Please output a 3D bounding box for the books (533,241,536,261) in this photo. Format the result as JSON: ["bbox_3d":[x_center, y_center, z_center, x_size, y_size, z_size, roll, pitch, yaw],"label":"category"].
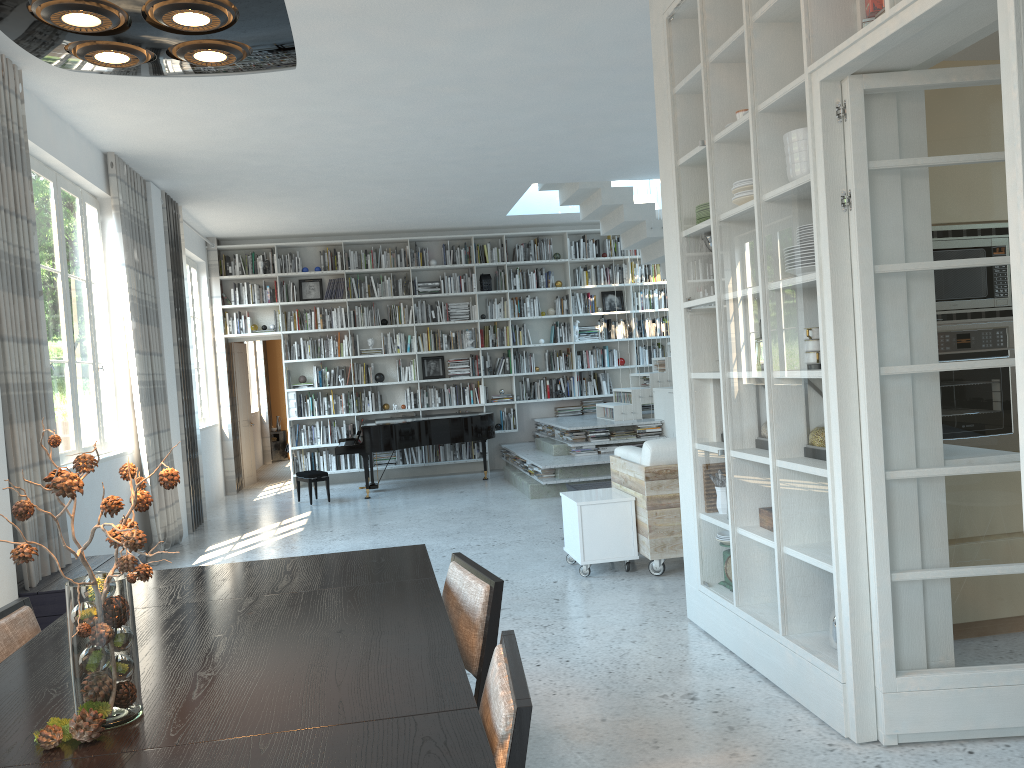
[{"bbox_3d":[0.293,-1.775,11.922,0.007,0.285,0.159,-4,2,-9],"label":"books"}]

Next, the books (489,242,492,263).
[{"bbox_3d":[-0.292,-1.739,11.811,0.010,0.297,0.167,-4,2,-9],"label":"books"}]

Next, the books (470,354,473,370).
[{"bbox_3d":[-0.539,-0.249,11.835,0.011,0.299,0.130,-4,2,-9],"label":"books"}]

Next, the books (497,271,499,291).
[{"bbox_3d":[-0.197,-1.366,11.832,0.022,0.272,0.181,-4,2,-9],"label":"books"}]

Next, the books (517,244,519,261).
[{"bbox_3d":[0.071,-1.744,11.889,0.012,0.255,0.133,-4,2,-9],"label":"books"}]

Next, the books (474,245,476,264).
[{"bbox_3d":[-0.503,-1.714,11.779,0.008,0.279,0.170,-4,2,-9],"label":"books"}]

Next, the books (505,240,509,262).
[{"bbox_3d":[-0.075,-1.758,11.837,0.019,0.304,0.176,-4,2,-9],"label":"books"}]

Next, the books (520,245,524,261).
[{"bbox_3d":[0.124,-1.733,11.888,0.028,0.226,0.163,-4,2,-9],"label":"books"}]

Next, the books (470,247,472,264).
[{"bbox_3d":[-0.556,-1.691,11.780,0.014,0.239,0.153,-4,2,-9],"label":"books"}]

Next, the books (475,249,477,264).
[{"bbox_3d":[-0.492,-1.678,11.803,0.016,0.204,0.143,-4,2,-9],"label":"books"}]

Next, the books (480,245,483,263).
[{"bbox_3d":[-0.405,-1.713,11.805,0.008,0.262,0.142,-4,2,-9],"label":"books"}]

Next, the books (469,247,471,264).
[{"bbox_3d":[-0.571,-1.693,11.787,0.014,0.244,0.145,-4,2,-9],"label":"books"}]

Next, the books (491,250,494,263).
[{"bbox_3d":[-0.272,-1.681,11.812,0.022,0.180,0.173,-4,1,-9],"label":"books"}]

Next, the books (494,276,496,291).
[{"bbox_3d":[-0.222,-1.335,11.848,0.019,0.214,0.156,-4,2,-9],"label":"books"}]

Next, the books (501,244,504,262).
[{"bbox_3d":[-0.135,-1.728,11.828,0.029,0.253,0.186,-4,2,-9],"label":"books"}]

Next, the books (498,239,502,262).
[{"bbox_3d":[-0.163,-1.765,11.855,0.012,0.330,0.128,-4,2,-9],"label":"books"}]

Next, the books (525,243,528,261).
[{"bbox_3d":[0.177,-1.752,11.898,0.021,0.256,0.168,-4,2,-9],"label":"books"}]

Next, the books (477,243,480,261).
[{"bbox_3d":[-0.447,-1.719,11.800,0.007,0.279,0.150,-4,2,-9],"label":"books"}]

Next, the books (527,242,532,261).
[{"bbox_3d":[0.235,-1.757,11.883,0.028,0.258,0.184,-4,2,-9],"label":"books"}]

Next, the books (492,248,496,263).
[{"bbox_3d":[-0.249,-1.694,11.817,0.024,0.202,0.180,-4,2,-9],"label":"books"}]

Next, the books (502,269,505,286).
[{"bbox_3d":[-0.111,-1.383,11.868,0.005,0.292,0.130,-4,2,-9],"label":"books"}]

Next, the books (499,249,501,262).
[{"bbox_3d":[-0.173,-1.696,11.838,0.022,0.194,0.181,-4,1,-9],"label":"books"}]

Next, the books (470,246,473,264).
[{"bbox_3d":[-0.540,-1.701,11.789,0.022,0.257,0.136,-4,2,-9],"label":"books"}]

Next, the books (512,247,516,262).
[{"bbox_3d":[0.028,-1.715,11.858,0.046,0.206,0.183,-4,2,-9],"label":"books"}]

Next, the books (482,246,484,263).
[{"bbox_3d":[-0.390,-1.700,11.789,0.015,0.234,0.171,-4,2,-9],"label":"books"}]

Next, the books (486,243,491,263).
[{"bbox_3d":[-0.313,-1.726,11.825,0.030,0.274,0.151,-4,2,-9],"label":"books"}]

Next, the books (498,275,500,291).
[{"bbox_3d":[-0.185,-1.339,11.849,0.024,0.217,0.168,-4,2,-9],"label":"books"}]

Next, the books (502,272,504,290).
[{"bbox_3d":[-0.128,-1.359,11.832,0.013,0.248,0.186,-4,2,-9],"label":"books"}]

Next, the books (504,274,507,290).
[{"bbox_3d":[-0.096,-1.344,11.837,0.008,0.214,0.223,-4,1,-9],"label":"books"}]

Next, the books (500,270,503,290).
[{"bbox_3d":[-0.149,-1.379,11.870,0.013,0.289,0.131,-4,2,-9],"label":"books"}]

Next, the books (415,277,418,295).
[{"bbox_3d":[-1.256,-1.278,11.658,0.021,0.249,0.191,-4,2,-9],"label":"books"}]

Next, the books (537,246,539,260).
[{"bbox_3d":[0.336,-1.735,11.900,0.018,0.201,0.188,-4,1,-9],"label":"books"}]

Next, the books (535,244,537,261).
[{"bbox_3d":[0.310,-1.748,11.906,0.018,0.231,0.160,-4,2,-9],"label":"books"}]

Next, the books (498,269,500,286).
[{"bbox_3d":[-0.174,-1.376,11.829,0.021,0.288,0.179,-4,2,-9],"label":"books"}]

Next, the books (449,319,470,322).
[{"bbox_3d":[-0.701,-0.844,11.774,0.254,0.012,0.161,-4,1,-13],"label":"books"}]

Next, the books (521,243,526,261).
[{"bbox_3d":[0.152,-1.750,11.892,0.030,0.255,0.161,-4,2,-9],"label":"books"}]

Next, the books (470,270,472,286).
[{"bbox_3d":[-0.548,-1.354,11.804,0.010,0.299,0.133,-4,2,-9],"label":"books"}]

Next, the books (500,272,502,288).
[{"bbox_3d":[-0.152,-1.361,11.842,0.005,0.255,0.158,-4,2,-9],"label":"books"}]

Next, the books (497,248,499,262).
[{"bbox_3d":[-0.197,-1.699,11.841,0.025,0.203,0.162,-4,2,-9],"label":"books"}]

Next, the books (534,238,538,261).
[{"bbox_3d":[0.318,-1.790,11.912,0.006,0.312,0.179,-4,2,-9],"label":"books"}]

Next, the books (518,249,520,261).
[{"bbox_3d":[0.085,-1.709,11.882,0.009,0.183,0.160,-4,2,-9],"label":"books"}]

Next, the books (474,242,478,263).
[{"bbox_3d":[-0.481,-1.726,11.786,0.007,0.298,0.181,-4,2,-9],"label":"books"}]

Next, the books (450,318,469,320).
[{"bbox_3d":[-0.702,-0.856,11.776,0.254,0.012,0.161,-4,1,-6],"label":"books"}]

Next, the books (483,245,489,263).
[{"bbox_3d":[-0.351,-1.713,11.799,0.054,0.255,0.190,-4,2,-9],"label":"books"}]

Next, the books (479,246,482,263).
[{"bbox_3d":[-0.425,-1.711,11.794,0.034,0.261,0.157,-4,2,-9],"label":"books"}]

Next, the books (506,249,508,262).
[{"bbox_3d":[-0.094,-1.719,11.843,0.033,0.229,0.175,-4,2,-9],"label":"books"}]

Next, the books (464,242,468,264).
[{"bbox_3d":[-0.613,-1.722,11.777,0.012,0.308,0.138,-4,2,-9],"label":"books"}]

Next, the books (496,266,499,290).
[{"bbox_3d":[-0.194,-1.400,11.847,0.025,0.339,0.142,-4,2,-9],"label":"books"}]

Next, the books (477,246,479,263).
[{"bbox_3d":[-0.454,-1.698,11.772,0.007,0.239,0.191,-4,2,-9],"label":"books"}]

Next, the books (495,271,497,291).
[{"bbox_3d":[-0.211,-1.365,11.816,0.021,0.272,0.190,-4,2,-9],"label":"books"}]

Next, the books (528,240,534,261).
[{"bbox_3d":[0.256,-1.776,11.910,0.024,0.292,0.167,-4,2,-9],"label":"books"}]

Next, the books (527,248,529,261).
[{"bbox_3d":[0.202,-1.721,11.920,0.031,0.190,0.132,-4,2,-9],"label":"books"}]

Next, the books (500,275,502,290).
[{"bbox_3d":[-0.161,-1.338,11.851,0.013,0.211,0.140,-4,2,-9],"label":"books"}]

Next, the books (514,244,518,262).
[{"bbox_3d":[0.053,-1.737,11.868,0.009,0.244,0.173,-4,2,-9],"label":"books"}]

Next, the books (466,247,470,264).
[{"bbox_3d":[-0.590,-1.691,11.773,0.028,0.244,0.161,-4,2,-9],"label":"books"}]

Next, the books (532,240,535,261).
[{"bbox_3d":[0.275,-1.779,11.924,0.017,0.295,0.139,-4,2,-9],"label":"books"}]

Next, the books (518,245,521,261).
[{"bbox_3d":[0.096,-1.732,11.870,0.013,0.229,0.174,-4,2,-9],"label":"books"}]

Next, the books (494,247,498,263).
[{"bbox_3d":[-0.222,-1.702,11.817,0.031,0.213,0.169,-4,2,-9],"label":"books"}]

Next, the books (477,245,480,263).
[{"bbox_3d":[-0.451,-1.709,11.788,0.006,0.260,0.166,-4,2,-9],"label":"books"}]
